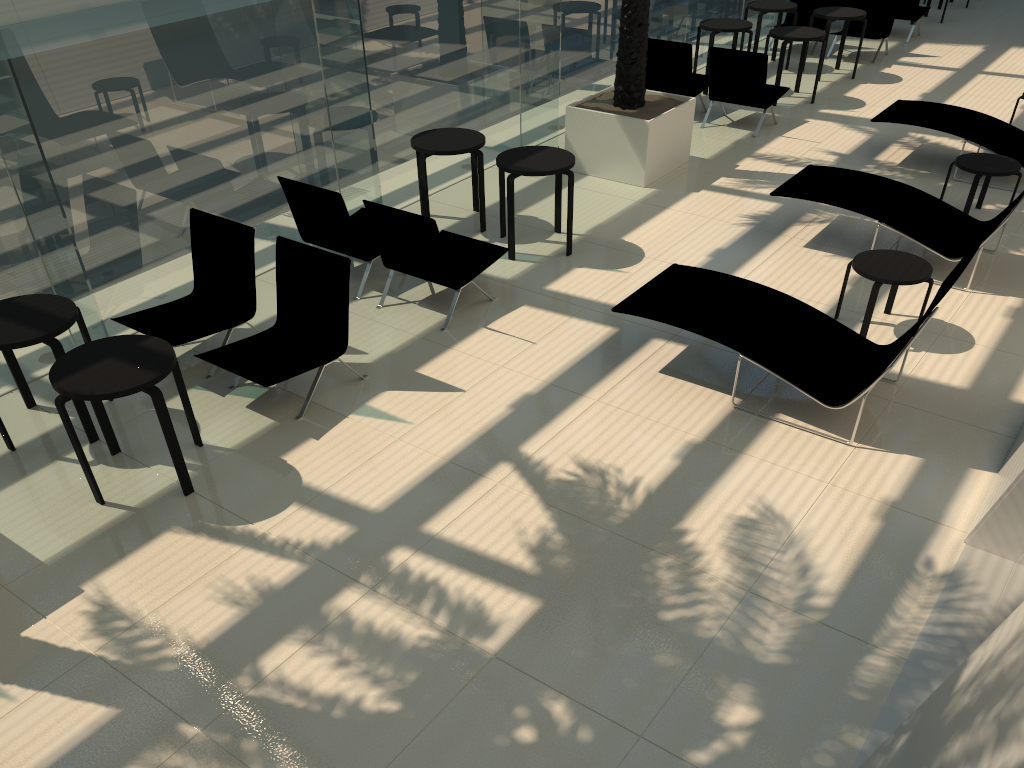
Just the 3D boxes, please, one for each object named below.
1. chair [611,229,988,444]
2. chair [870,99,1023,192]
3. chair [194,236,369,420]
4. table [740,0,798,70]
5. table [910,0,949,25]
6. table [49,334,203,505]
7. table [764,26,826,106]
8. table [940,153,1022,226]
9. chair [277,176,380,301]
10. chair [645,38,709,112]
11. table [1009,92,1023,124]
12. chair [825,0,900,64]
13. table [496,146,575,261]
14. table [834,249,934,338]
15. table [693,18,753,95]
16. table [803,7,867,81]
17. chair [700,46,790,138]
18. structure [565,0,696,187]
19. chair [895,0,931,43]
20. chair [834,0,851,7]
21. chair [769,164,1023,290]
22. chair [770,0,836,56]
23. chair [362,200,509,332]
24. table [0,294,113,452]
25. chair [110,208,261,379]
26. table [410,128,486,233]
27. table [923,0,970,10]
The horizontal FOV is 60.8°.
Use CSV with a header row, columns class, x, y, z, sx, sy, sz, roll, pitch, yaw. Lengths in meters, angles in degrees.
class,x,y,z,sx,sy,sz,roll,pitch,yaw
chair,1.777,-0.538,5.790,1.977,1.255,0.870,21,42,28
chair,4.878,-2.808,8.942,1.977,1.255,0.870,21,42,28
chair,-1.590,-0.351,5.894,0.694,0.963,0.839,23,43,29
table,3.645,-4.969,12.446,0.678,0.847,0.624,-7,37,-8
table,6.899,-6.498,14.534,0.676,0.847,0.626,-10,37,-12
table,-2.262,0.218,5.208,0.679,0.847,0.622,-5,37,-5
table,3.571,-4.062,11.151,0.676,0.847,0.626,-10,37,-12
table,4.356,-1.800,8.135,0.552,0.561,0.508,-7,37,-8
chair,-1.324,-1.361,7.331,0.694,0.963,0.839,23,43,29
chair,2.053,-3.834,10.765,0.694,0.963,0.839,23,43,29
table,5.882,-2.918,9.687,0.550,0.561,0.510,-10,37,-12
chair,5.101,-5.250,12.697,0.694,0.963,0.839,23,43,29
table,0.209,-1.600,7.732,0.676,0.847,0.626,-10,37,-12
table,2.782,-0.648,6.535,0.552,0.561,0.508,-7,37,-8
table,2.788,-4.350,11.587,0.676,0.847,0.626,-10,37,-12
table,4.428,-4.681,12.010,0.678,0.847,0.624,-7,37,-8
chair,2.807,-3.557,10.346,0.694,0.963,0.839,23,43,29
structure,1.105,-5.375,7.207,4.722,7.603,4.164,18,41,24
chair,6.119,-5.983,13.714,0.694,0.963,0.839,23,43,29
chair,5.366,-6.260,14.133,0.694,0.963,0.839,23,43,29
chair,3.351,-1.691,7.390,1.977,1.255,0.870,21,42,28
chair,4.347,-5.527,13.116,0.694,0.963,0.839,23,43,29
chair,-0.571,-1.084,6.912,0.694,0.963,0.839,23,43,29
table,-3.046,-0.070,5.644,0.679,0.847,0.622,-5,37,-5
chair,-2.343,-0.628,6.314,0.694,0.963,0.839,23,43,29
table,-0.575,-1.887,8.168,0.676,0.847,0.626,-10,37,-12
table,7.776,-7.132,15.415,0.678,0.847,0.624,-7,37,-8
